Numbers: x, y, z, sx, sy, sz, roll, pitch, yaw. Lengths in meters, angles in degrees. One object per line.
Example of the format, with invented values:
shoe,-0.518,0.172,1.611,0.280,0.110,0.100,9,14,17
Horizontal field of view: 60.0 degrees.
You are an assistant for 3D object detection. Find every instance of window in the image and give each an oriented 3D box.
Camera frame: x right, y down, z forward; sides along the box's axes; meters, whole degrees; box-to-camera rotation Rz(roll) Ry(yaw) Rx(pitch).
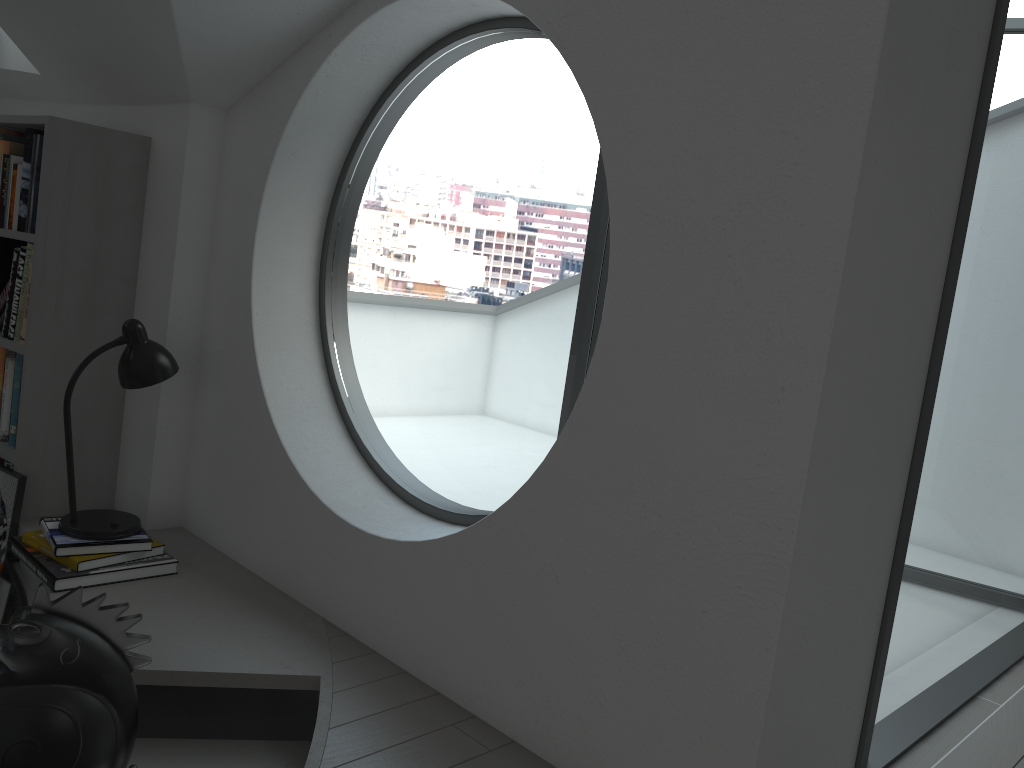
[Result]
window,-0.107,-0.324,2.628,1.475,1.466,0.104,14,8,43

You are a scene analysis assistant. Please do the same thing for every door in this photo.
door,1.903,-0.316,3.693,1.054,2.340,0.080,11,6,28

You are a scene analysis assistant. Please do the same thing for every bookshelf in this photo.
bookshelf,-3.646,-0.164,2.380,2.116,1.875,4.331,14,9,43

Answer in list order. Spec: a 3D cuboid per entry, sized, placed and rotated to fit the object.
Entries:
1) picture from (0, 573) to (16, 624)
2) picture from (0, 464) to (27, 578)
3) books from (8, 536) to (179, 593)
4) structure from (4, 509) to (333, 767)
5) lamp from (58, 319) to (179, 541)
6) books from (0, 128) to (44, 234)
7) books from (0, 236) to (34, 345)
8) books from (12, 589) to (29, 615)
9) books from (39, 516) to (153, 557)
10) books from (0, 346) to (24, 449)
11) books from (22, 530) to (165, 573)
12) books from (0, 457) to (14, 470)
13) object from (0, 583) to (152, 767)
picture,-1.872,0.867,2.990,0.490,0.554,0.107,12,7,33
picture,-1.947,0.678,3.130,0.580,0.861,0.090,12,6,33
books,-1.295,0.531,2.741,0.389,0.042,0.365,15,9,43
structure,-2.771,0.846,1.510,4.708,0.691,4.724,8,7,-2
lamp,-1.208,0.126,2.725,0.322,0.658,0.234,5,6,-31
books,-1.899,-0.764,3.293,1.016,0.361,0.293,11,7,25
books,-1.944,-0.384,3.322,1.054,0.357,0.279,12,7,29
books,-1.341,0.927,2.694,0.272,0.297,1.152,4,8,-32
books,-1.285,0.463,2.735,0.269,0.031,0.287,3,9,-37
books,-1.989,-0.005,3.360,1.023,0.347,0.275,12,7,28
books,-1.290,0.495,2.738,0.305,0.034,0.286,13,8,33
books,-2.110,0.359,3.413,1.186,0.358,0.304,11,7,24
object,-0.876,0.639,1.635,0.321,0.561,0.320,10,6,16
